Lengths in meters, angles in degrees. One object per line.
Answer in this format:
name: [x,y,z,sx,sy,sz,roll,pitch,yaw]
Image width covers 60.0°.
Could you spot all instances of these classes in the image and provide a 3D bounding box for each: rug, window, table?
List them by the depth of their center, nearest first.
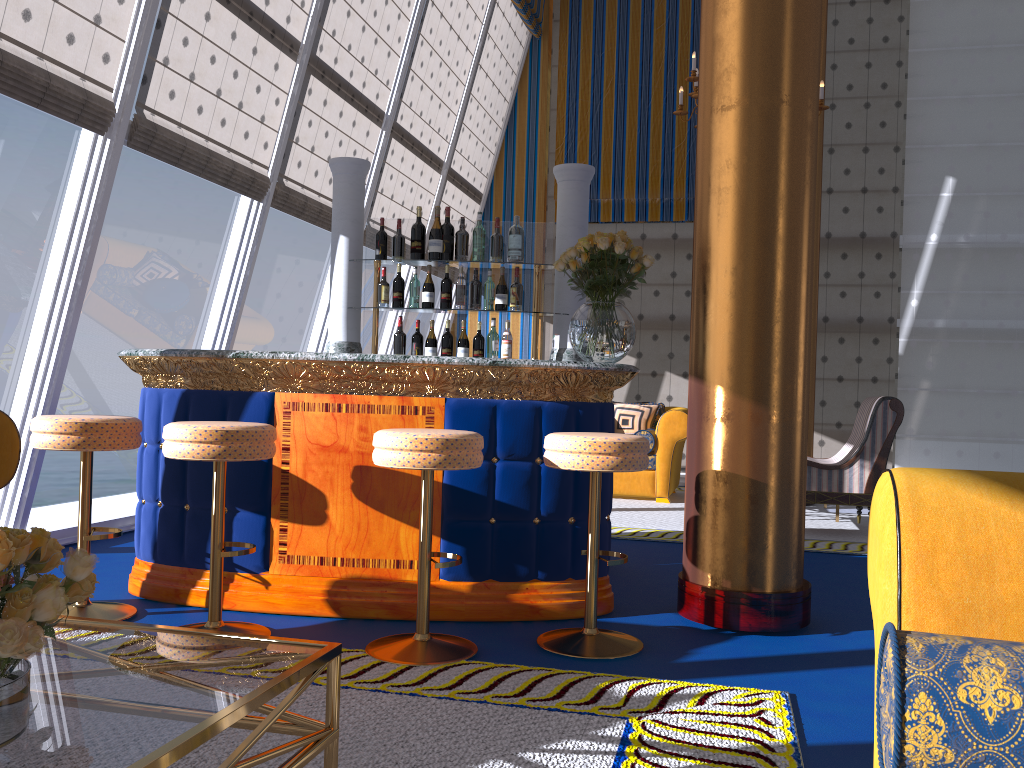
rug: [-1.602,0.873,0.154,3.575,0.010,6.286,2,-1,13]
table: [-0.954,0.722,1.580,0.970,0.369,0.911,2,-1,13]
window: [-2.236,-2.050,3.049,1.611,5.855,15.540,2,0,14]
table: [2.166,0.881,7.399,0.970,0.369,0.911,2,-1,13]
rug: [1.500,1.046,7.430,6.228,0.011,3.610,2,-1,13]

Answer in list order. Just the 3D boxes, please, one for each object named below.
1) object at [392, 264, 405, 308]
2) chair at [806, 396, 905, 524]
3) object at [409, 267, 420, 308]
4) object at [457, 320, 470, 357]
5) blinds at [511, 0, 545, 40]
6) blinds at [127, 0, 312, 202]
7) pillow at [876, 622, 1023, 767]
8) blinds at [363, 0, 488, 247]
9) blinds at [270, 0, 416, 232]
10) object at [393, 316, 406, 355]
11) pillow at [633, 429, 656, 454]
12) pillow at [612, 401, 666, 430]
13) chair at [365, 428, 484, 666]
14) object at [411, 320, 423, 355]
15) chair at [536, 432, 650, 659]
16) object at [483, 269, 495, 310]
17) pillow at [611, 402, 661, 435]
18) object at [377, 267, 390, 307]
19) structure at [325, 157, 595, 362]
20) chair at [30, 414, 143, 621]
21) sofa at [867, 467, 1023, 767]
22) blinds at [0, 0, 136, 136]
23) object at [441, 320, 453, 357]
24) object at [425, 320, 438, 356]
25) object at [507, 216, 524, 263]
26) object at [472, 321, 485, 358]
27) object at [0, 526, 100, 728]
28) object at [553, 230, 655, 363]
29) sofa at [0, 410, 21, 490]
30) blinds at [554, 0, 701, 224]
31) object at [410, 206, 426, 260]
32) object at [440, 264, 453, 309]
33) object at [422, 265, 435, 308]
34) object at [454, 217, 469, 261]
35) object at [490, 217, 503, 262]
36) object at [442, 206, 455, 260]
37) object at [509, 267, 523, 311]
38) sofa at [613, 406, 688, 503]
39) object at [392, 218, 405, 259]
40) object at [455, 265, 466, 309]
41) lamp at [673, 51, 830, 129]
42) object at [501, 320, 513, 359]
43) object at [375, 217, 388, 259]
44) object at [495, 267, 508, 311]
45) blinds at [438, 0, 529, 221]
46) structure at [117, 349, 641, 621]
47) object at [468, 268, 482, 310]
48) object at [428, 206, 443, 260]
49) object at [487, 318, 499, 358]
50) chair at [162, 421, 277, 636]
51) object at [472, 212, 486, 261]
object: [-0.617,-0.533,4.835,0.065,0.244,0.065,2,0,-5]
chair: [2.357,0.565,6.450,0.780,0.966,0.798,2,0,14]
object: [-0.529,-0.523,4.829,0.059,0.230,0.058,2,0,-27]
object: [-0.265,-0.225,4.826,0.068,0.244,0.068,2,0,-5]
blinds: [0.137,-4.348,9.416,0.337,0.830,1.531,2,0,14]
blinds: [-1.371,-2.911,5.198,0.870,3.394,1.372,2,0,14]
pillow: [0.662,0.427,1.103,0.375,0.219,0.216,2,0,18]
blinds: [-0.647,-2.858,8.139,0.870,3.394,1.372,2,0,14]
blinds: [-1.018,-2.885,6.633,0.870,3.394,1.372,2,0,14]
object: [-0.611,-0.249,4.835,0.071,0.242,0.071,2,0,-5]
pillow: [1.199,0.513,7.932,0.213,0.219,0.375,2,0,18]
pillow: [1.144,0.454,8.430,0.610,0.610,0.342,2,0,18]
chair: [-0.308,0.553,3.158,0.402,0.782,0.395,2,0,-27]
object: [-0.517,-0.229,4.850,0.065,0.244,0.066,2,0,17]
chair: [0.303,0.574,3.305,0.400,0.782,0.396,2,0,-16]
object: [-0.124,-0.510,4.814,0.059,0.230,0.058,2,0,-27]
pillow: [1.107,0.393,8.233,0.519,0.456,0.329,2,0,13]
object: [-0.698,-0.525,4.827,0.066,0.225,0.065,2,0,-17]
structure: [-0.505,-0.138,4.985,2.308,2.196,0.770,2,0,4]
chair: [-1.671,0.512,3.470,0.402,0.782,0.394,2,0,-39]
sofa: [0.840,0.537,0.553,1.006,0.854,1.857,2,0,15]
blinds: [-1.739,-2.938,3.704,0.870,3.394,1.372,2,0,14]
object: [-0.351,-0.228,4.818,0.065,0.244,0.065,2,0,-5]
object: [-0.439,-0.227,4.834,0.068,0.244,0.068,2,0,-5]
object: [0.023,-0.783,4.818,0.092,0.259,0.091,2,0,-4]
object: [-0.181,-0.219,4.829,0.065,0.244,0.065,2,0,-5]
object: [-0.962,0.385,1.479,0.455,0.388,0.502,2,0,-6]
object: [1.568,-7.196,1.914,62.837,33.602,63.712,2,0,20]
sofa: [-2.219,0.440,1.958,0.997,0.854,1.855,2,0,14]
blinds: [1.813,-3.267,9.768,2.648,2.990,0.152,2,0,13]
object: [-0.510,-0.817,4.838,0.081,0.303,0.082,2,0,19]
object: [-0.355,-0.525,4.809,0.065,0.244,0.065,2,0,-5]
object: [-0.452,-0.525,4.814,0.068,0.244,0.068,2,0,-5]
object: [-0.271,-0.781,4.810,0.077,0.247,0.075,2,0,-23]
object: [-0.082,-0.778,4.800,0.073,0.246,0.072,2,0,-27]
object: [-0.354,-0.813,4.828,0.080,0.303,0.082,2,0,30]
object: [0.025,-0.510,4.785,0.071,0.244,0.072,2,0,34]
sofa: [0.800,0.614,8.374,1.838,0.854,1.017,2,0,15]
object: [-0.629,-0.794,4.924,0.073,0.246,0.072,2,0,-27]
object: [-0.278,-0.520,4.795,0.057,0.239,0.056,2,0,-12]
lamp: [1.803,-3.062,6.602,1.063,2.421,1.055,2,0,-10]
object: [-0.027,-0.220,4.836,0.061,0.258,0.061,2,0,14]
object: [-0.720,-0.797,4.900,0.065,0.244,0.066,2,0,17]
object: [-0.055,-0.513,4.800,0.068,0.244,0.068,2,0,-5]
blinds: [-0.290,-2.832,9.587,0.870,3.394,1.372,2,0,14]
structure: [-0.611,0.414,3.900,2.309,1.065,0.770,2,0,2]
object: [-0.199,-0.513,4.809,0.071,0.232,0.071,2,0,-8]
object: [-0.408,-0.813,4.815,0.085,0.302,0.085,2,0,8]
object: [-0.104,-0.227,4.844,0.069,0.269,0.068,2,0,-26]
chair: [-1.072,0.529,3.234,0.402,0.782,0.394,2,0,-39]
object: [-0.178,-0.792,4.783,0.068,0.271,0.070,2,0,24]
